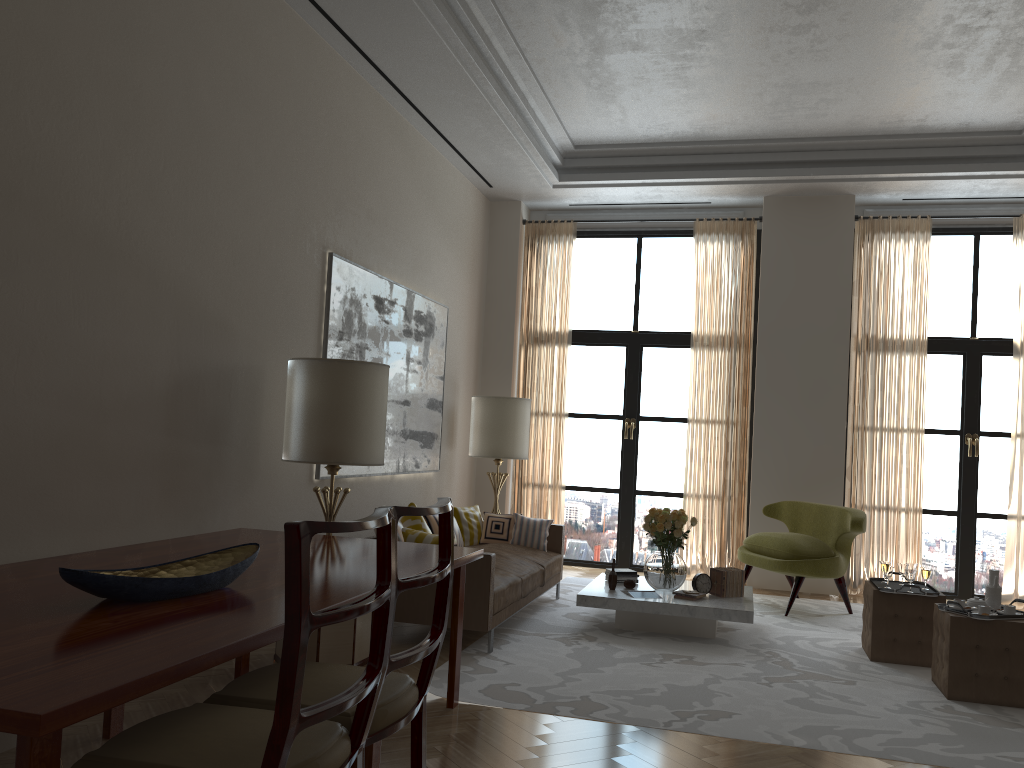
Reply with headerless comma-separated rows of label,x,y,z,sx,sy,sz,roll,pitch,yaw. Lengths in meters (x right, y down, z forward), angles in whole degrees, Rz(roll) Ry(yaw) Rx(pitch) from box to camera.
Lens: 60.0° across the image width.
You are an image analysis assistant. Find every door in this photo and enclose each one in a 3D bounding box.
door,1.688,0.219,12.350,3.257,4.763,0.240,2,-2,15
door,5.836,0.371,11.249,3.085,4.763,0.240,2,-2,15

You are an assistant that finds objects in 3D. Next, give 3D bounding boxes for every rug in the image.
rug,2.651,2.349,7.993,5.516,0.065,5.740,2,-4,15

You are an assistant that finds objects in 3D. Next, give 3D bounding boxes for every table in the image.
table,-1.566,1.428,4.218,1.799,1.026,3.806,2,-3,15
table,1.544,2.198,8.715,1.583,0.343,1.502,2,-4,15

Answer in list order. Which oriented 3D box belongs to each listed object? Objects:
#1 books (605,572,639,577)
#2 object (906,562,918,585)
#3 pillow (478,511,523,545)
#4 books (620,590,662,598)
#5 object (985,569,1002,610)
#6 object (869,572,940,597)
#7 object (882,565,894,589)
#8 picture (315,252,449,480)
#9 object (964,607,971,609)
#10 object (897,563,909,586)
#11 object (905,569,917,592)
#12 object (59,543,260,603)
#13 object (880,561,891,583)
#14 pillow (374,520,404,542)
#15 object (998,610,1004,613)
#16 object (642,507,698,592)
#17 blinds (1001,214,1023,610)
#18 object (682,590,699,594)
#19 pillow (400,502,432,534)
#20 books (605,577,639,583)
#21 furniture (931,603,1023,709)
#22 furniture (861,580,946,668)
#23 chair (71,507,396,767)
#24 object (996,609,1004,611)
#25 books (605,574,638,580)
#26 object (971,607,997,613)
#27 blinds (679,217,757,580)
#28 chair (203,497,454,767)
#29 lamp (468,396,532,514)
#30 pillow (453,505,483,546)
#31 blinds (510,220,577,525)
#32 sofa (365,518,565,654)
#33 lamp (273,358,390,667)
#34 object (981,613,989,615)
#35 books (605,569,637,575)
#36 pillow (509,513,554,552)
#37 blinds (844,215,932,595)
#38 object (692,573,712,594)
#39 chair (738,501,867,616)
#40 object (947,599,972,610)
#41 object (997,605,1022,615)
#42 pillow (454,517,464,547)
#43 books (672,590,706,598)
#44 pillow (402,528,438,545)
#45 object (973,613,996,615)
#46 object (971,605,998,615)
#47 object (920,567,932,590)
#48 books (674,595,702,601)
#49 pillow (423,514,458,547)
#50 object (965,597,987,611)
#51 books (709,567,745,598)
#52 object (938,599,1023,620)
books,1.124,1.947,9.068,0.281,0.024,0.230,4,-4,-20
object,3.624,1.722,8.038,0.098,0.191,0.098,4,-2,-28
pillow,-0.138,1.638,9.857,0.464,0.411,0.304,2,-3,13
books,1.219,1.971,8.373,0.281,0.038,0.384,4,-4,-12
object,3.726,1.593,6.866,0.125,0.305,0.113,5,-3,-38
object,3.451,1.758,7.819,0.491,0.092,0.803,2,-4,15
object,3.280,1.685,7.733,0.098,0.191,0.098,1,-3,41
picture,-1.242,-0.051,9.235,0.045,1.996,3.066,3,-3,16
object,3.419,1.688,6.670,0.080,0.027,0.052,5,-4,-28
object,3.507,1.711,7.957,0.098,0.191,0.098,2,-2,15
object,3.393,1.679,7.542,0.098,0.191,0.098,2,-2,15
object,-1.464,0.809,3.799,0.331,0.164,1.085,2,-4,26
object,3.391,1.711,8.062,0.098,0.191,0.098,3,-2,-2
pillow,-1.044,1.376,7.720,0.355,0.575,0.624,3,-3,-6
object,3.740,1.726,6.734,0.187,0.015,0.041,5,-4,-34
object,1.539,1.625,8.682,0.539,0.821,0.628,3,-2,11
blinds,6.693,0.376,10.789,1.241,4.869,0.419,2,-2,17
object,1.683,1.954,8.336,0.139,0.019,0.137,3,-3,-1
pillow,-0.867,1.391,8.084,0.356,0.616,0.767,4,-3,-31
books,1.121,2.001,9.064,0.281,0.035,0.207,4,-4,-18
furniture,3.559,2.044,6.714,0.613,0.615,0.614,2,-3,15
furniture,3.439,2.104,7.810,0.613,0.615,0.614,2,-3,15
chair,-0.873,1.126,2.727,0.877,1.504,0.657,2,-2,15
object,3.724,1.726,6.766,0.053,0.025,0.049,4,-3,-18
books,1.117,1.971,9.055,0.262,0.024,0.207,4,-4,-22
object,3.545,1.697,6.665,0.186,0.026,0.041,2,-3,23
blinds,2.759,0.232,11.833,0.873,4.869,0.419,2,-2,18
chair,-0.720,1.172,3.356,0.877,1.504,0.657,2,-2,15
lamp,-0.191,1.301,11.229,0.768,2.252,0.768,4,-2,-22
pillow,-0.482,1.588,9.858,0.296,0.475,0.516,1,-3,36
blinds,0.447,0.153,12.447,0.780,4.882,0.420,2,-2,17
sofa,-0.436,1.859,8.673,1.351,0.818,2.984,2,-3,15
lamp,-1.377,0.963,6.725,0.768,2.252,0.768,4,-2,-19
object,3.462,1.693,6.483,0.053,0.025,0.049,2,-3,17
books,1.117,1.919,9.062,0.260,0.030,0.207,4,-4,-18
pillow,0.206,1.645,9.728,0.498,0.427,0.327,3,-2,3
blinds,4.785,0.306,11.297,0.959,4.869,0.420,2,-2,17
object,1.832,1.926,8.536,0.205,0.209,0.082,4,-2,-24
chair,3.196,1.970,10.137,1.030,1.212,1.792,4,-3,-18
object,3.399,1.672,6.733,0.176,0.067,0.176,4,-3,-9
object,3.744,1.700,6.668,0.176,0.067,0.176,2,-3,14
pillow,-0.713,1.559,9.019,0.371,0.565,0.660,3,-3,10
books,1.668,1.974,8.333,0.255,0.026,0.202,0,-5,40
pillow,-0.703,1.440,7.471,0.482,0.432,0.318,2,-3,25
object,3.467,1.697,6.518,0.187,0.015,0.041,3,-3,1
object,3.505,1.680,6.574,0.176,0.067,0.176,2,-3,17
object,3.627,1.706,7.770,0.098,0.191,0.098,1,-3,41
books,1.656,1.997,8.335,0.197,0.024,0.256,1,-4,32
pillow,-0.748,1.470,8.638,0.403,0.547,0.618,2,-3,18
object,3.569,1.681,6.811,0.176,0.105,0.136,2,-3,11
books,2.078,1.916,8.580,0.282,0.264,0.210,4,-3,-25
object,3.605,1.688,6.715,0.721,0.101,0.441,4,-4,-21
